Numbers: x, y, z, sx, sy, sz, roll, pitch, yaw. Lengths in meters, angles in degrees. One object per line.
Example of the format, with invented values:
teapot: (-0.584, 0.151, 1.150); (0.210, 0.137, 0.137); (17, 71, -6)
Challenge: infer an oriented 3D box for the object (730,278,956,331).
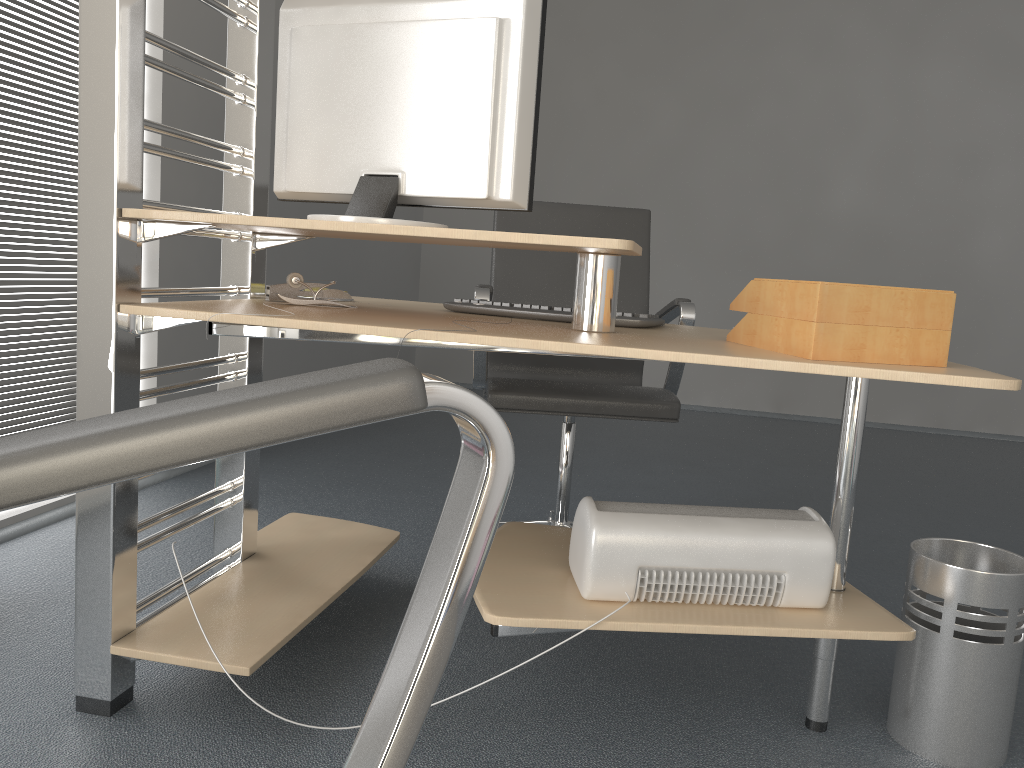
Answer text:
object: (0.535, -0.138, 1.477); (0.225, 0.060, 0.309); (3, 8, -10)

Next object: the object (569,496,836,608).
object: (0.327, 0.283, 1.671); (0.438, 0.162, 0.351); (3, 7, -5)

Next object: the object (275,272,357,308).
object: (-0.400, -0.192, 1.811); (0.159, 0.064, 0.054); (1, 8, -22)

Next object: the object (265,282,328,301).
object: (-0.459, -0.197, 1.899); (0.134, 0.042, 0.022); (-2, 9, -37)

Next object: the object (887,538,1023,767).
object: (0.842, 0.504, 1.675); (0.208, 0.377, 0.208); (-1, 9, -36)

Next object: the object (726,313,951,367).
object: (0.531, -0.082, 1.484); (0.225, 0.060, 0.309); (3, 8, -10)

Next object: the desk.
desk: (0.084, -0.176, 1.812); (1.469, 1.566, 0.967); (5, 8, 10)

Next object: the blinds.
blinds: (-1.434, -1.008, 2.006); (0.022, 2.770, 1.950); (5, 8, 10)

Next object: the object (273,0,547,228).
object: (-0.229, -0.483, 1.538); (0.516, 0.418, 0.245); (9, 9, 32)

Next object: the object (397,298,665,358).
object: (0.006, -0.107, 1.714); (0.478, 0.082, 0.814); (6, 8, 18)

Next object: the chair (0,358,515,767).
chair: (-0.083, 0.288, 0.166); (0.652, 1.048, 0.584); (1, 8, -24)

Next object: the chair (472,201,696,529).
chair: (0.168, -0.001, 2.521); (0.584, 1.048, 0.652); (4, 7, -3)

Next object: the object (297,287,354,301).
object: (-0.440, -0.213, 2.094); (0.132, 0.026, 0.132); (5, 8, 11)
